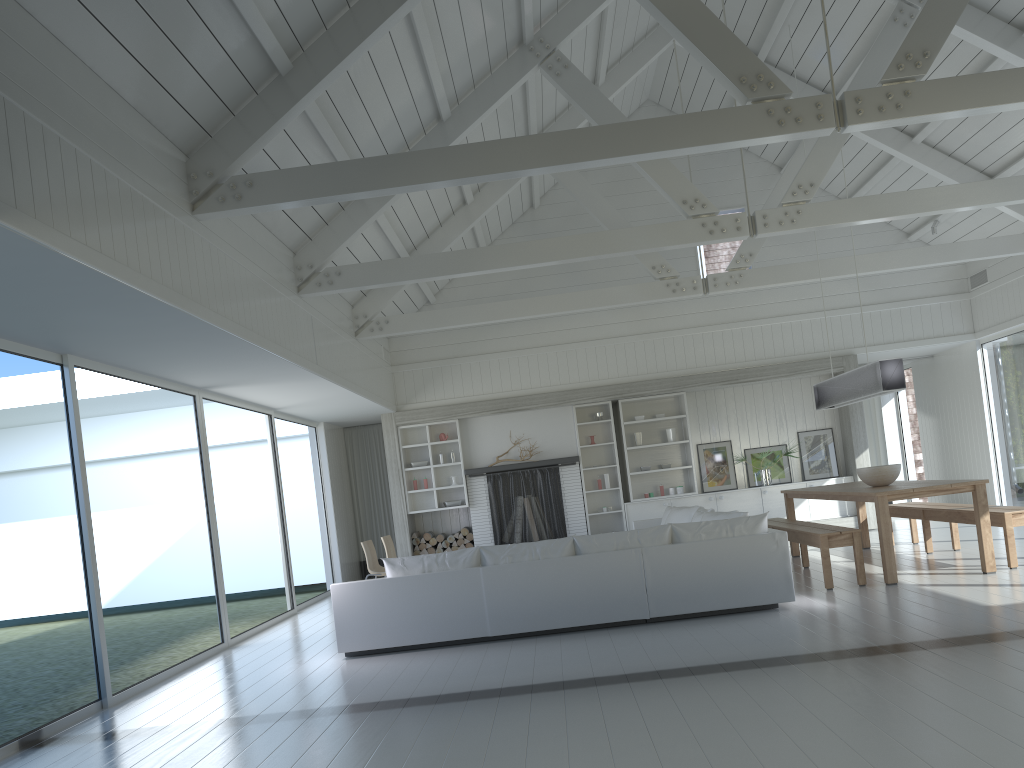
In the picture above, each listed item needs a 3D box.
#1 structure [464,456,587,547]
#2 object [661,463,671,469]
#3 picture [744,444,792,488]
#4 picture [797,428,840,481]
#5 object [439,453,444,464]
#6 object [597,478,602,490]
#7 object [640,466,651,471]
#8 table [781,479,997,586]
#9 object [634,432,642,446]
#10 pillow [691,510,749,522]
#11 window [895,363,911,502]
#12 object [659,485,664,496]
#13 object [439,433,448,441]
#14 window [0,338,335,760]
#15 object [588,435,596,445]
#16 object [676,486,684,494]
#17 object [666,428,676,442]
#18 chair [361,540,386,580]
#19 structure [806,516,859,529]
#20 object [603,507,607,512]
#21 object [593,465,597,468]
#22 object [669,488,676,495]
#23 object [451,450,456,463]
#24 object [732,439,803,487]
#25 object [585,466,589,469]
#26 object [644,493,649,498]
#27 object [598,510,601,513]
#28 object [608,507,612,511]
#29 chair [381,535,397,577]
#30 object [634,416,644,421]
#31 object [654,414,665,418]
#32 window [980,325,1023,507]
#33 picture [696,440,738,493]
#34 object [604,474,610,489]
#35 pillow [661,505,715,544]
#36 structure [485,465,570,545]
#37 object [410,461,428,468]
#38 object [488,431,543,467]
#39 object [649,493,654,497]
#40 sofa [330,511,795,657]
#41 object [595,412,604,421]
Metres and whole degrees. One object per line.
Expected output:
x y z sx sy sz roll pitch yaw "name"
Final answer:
0.224 1.781 12.680 1.617 1.284 0.861 -7 -3 2 "structure"
2.204 1.178 12.614 0.141 0.066 0.142 -7 -6 2 "object"
3.636 1.164 12.524 0.609 0.552 0.053 -7 -1 2 "picture"
4.338 0.999 12.484 0.495 0.703 0.065 -7 -1 2 "picture"
-1.000 1.046 12.517 0.054 0.196 0.054 -7 -1 3 "object"
1.244 1.401 12.519 0.054 0.196 0.054 -7 -1 1 "object"
1.891 1.200 12.485 0.141 0.066 0.142 -7 -6 2 "object"
3.500 1.372 8.585 0.906 0.760 2.962 -7 -6 2 "table"
1.791 0.787 12.492 0.102 0.196 0.103 -7 -2 2 "object"
1.802 1.384 7.912 0.465 0.476 1.326 -6 -6 -7 "pillow"
6.698 0.893 14.721 0.038 2.424 0.947 -7 -1 2 "window"
2.121 1.487 12.480 0.054 0.196 0.054 -7 -1 1 "object"
-0.973 0.754 12.508 0.059 0.126 0.233 -5 -5 -43 "object"
-2.811 1.254 8.185 0.080 2.412 8.753 -7 -6 2 "window"
1.146 0.803 12.523 0.136 0.130 0.138 -3 -6 -45 "object"
2.373 1.494 12.439 0.086 0.111 0.085 -9 -4 37 "object"
2.256 0.728 12.472 0.102 0.196 0.103 -5 -3 -43 "object"
-1.274 1.990 9.116 0.555 0.779 0.597 -7 -3 2 "chair"
1.675 2.310 12.913 6.352 0.346 1.890 -7 -7 2 "structure"
1.318 1.778 12.516 0.054 0.071 0.054 -7 -3 1 "object"
1.178 1.172 12.506 0.054 0.025 0.054 -7 -6 2 "object"
2.283 1.522 12.511 0.092 0.095 0.090 -10 -4 36 "object"
-0.836 1.025 12.510 0.054 0.196 0.054 -7 -1 3 "object"
3.575 1.096 12.229 0.971 0.628 0.624 -7 -4 0 "object"
1.058 1.180 12.456 0.054 0.025 0.054 -7 -6 2 "object"
1.903 1.575 12.473 0.054 0.071 0.055 -6 -3 -19 "object"
1.245 1.811 12.519 0.054 0.025 0.054 -7 -6 2 "object"
1.392 1.773 12.511 0.058 0.061 0.057 -7 -4 2 "object"
-1.185 2.073 9.893 0.555 0.779 0.597 -7 -3 2 "chair"
1.806 0.492 12.493 0.141 0.066 0.142 -7 -6 2 "object"
2.118 0.470 12.621 0.141 0.066 0.142 -7 -6 2 "object"
6.322 -0.029 6.689 0.080 2.411 10.978 -7 -7 2 "window"
2.919 1.177 12.544 0.495 0.703 0.065 -7 -1 2 "picture"
1.349 1.380 12.512 0.072 0.211 0.071 -7 -1 2 "object"
1.912 1.571 9.572 0.461 0.476 2.070 -7 -7 -6 "pillow"
0.207 1.718 12.326 1.098 1.062 0.116 -7 -1 2 "structure"
-1.325 1.151 12.546 0.241 0.072 0.244 -5 -6 -13 "object"
0.084 0.873 12.331 0.779 0.501 0.461 -4 -4 -28 "object"
1.973 1.574 12.496 0.058 0.061 0.058 -6 -4 -20 "object"
0.449 1.760 8.711 3.478 0.736 4.152 -7 -7 2 "sofa"
1.244 0.468 12.494 0.162 0.124 0.161 -10 -5 34 "object"
